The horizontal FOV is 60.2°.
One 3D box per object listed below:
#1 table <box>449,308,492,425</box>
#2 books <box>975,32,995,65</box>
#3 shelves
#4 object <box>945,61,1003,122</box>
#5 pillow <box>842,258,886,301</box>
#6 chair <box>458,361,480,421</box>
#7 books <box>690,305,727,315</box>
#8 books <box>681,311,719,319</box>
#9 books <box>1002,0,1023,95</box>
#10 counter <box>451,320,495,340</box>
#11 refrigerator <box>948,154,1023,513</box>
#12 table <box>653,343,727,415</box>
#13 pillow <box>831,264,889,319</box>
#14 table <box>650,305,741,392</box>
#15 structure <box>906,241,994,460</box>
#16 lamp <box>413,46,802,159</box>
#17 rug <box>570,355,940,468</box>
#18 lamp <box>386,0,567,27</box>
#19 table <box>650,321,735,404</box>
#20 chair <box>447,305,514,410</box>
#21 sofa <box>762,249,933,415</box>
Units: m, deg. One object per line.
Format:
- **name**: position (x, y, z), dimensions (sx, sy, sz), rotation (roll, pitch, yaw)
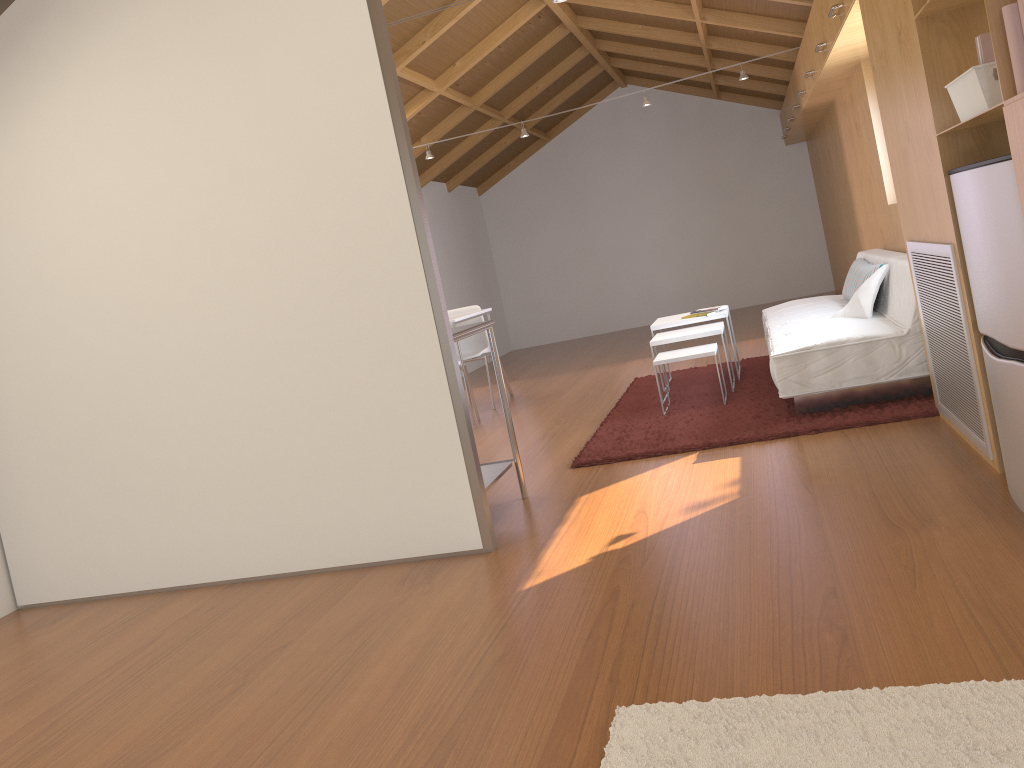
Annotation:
- **table**: position (-0.768, -0.059, 6.650), dimensions (1.204, 0.740, 0.907), rotation (-10, 5, 16)
- **books**: position (1.299, -0.824, 2.290), dimensions (0.149, 0.192, 0.089), rotation (-11, 3, 16)
- **shelves**: position (-1.072, 0.346, 3.786), dimensions (2.084, 0.750, 0.638), rotation (-10, 5, 16)
- **object**: position (1.336, -0.803, 2.412), dimensions (0.202, 0.122, 0.353), rotation (-10, 6, 16)
- **pillow**: position (2.099, -0.603, 5.304), dimensions (0.170, 0.250, 1.051), rotation (-11, 7, 16)
- **chair**: position (-0.614, -0.042, 6.067), dimensions (0.529, 0.783, 0.551), rotation (-11, 4, 16)
- **books**: position (1.276, -0.480, 5.739), dimensions (0.192, 0.016, 0.154), rotation (-7, 8, 35)
- **books**: position (1.212, -0.444, 5.687), dimensions (0.192, 0.016, 0.154), rotation (-5, 10, 45)
- **books**: position (0.782, -0.731, 0.496), dimensions (0.188, 0.655, 3.137), rotation (-11, 7, 16)
- **counter**: position (-1.152, -0.038, 3.770), dimensions (2.101, 0.021, 0.656), rotation (-10, 7, 16)
- **refrigerator**: position (1.458, -0.140, 2.433), dimensions (0.260, 0.983, 0.719), rotation (-11, 4, 16)
- **table**: position (1.019, -0.032, 5.037), dimensions (0.340, 0.307, 0.372), rotation (-10, 5, 16)
- **pillow**: position (1.866, -0.487, 4.725), dimensions (0.269, 0.251, 0.345), rotation (-14, 6, -20)
- **table**: position (1.226, -0.241, 5.864), dimensions (0.483, 0.436, 0.529), rotation (-10, 5, 16)
- **structure**: position (1.607, -0.172, 3.281), dimensions (0.013, 0.718, 0.827), rotation (-11, 5, 16)
- **lamp**: position (0.279, -2.044, 6.853), dimensions (3.813, 0.152, 0.073), rotation (-10, 4, 16)
- **rug**: position (1.497, 0.031, 5.121), dimensions (1.878, 0.020, 2.503), rotation (-10, 7, 16)
- **lamp**: position (-0.536, -1.502, 3.781), dimensions (3.813, 0.152, 0.073), rotation (-10, 4, 16)
- **table**: position (1.114, -0.136, 5.421), dimensions (0.423, 0.382, 0.463), rotation (-10, 5, 16)
- **chair**: position (-0.382, -0.196, 6.941), dimensions (0.529, 0.783, 0.551), rotation (-11, 4, 16)
- **sofa**: position (1.890, -0.368, 5.091), dimensions (0.859, 0.626, 2.376), rotation (-10, 7, 16)
